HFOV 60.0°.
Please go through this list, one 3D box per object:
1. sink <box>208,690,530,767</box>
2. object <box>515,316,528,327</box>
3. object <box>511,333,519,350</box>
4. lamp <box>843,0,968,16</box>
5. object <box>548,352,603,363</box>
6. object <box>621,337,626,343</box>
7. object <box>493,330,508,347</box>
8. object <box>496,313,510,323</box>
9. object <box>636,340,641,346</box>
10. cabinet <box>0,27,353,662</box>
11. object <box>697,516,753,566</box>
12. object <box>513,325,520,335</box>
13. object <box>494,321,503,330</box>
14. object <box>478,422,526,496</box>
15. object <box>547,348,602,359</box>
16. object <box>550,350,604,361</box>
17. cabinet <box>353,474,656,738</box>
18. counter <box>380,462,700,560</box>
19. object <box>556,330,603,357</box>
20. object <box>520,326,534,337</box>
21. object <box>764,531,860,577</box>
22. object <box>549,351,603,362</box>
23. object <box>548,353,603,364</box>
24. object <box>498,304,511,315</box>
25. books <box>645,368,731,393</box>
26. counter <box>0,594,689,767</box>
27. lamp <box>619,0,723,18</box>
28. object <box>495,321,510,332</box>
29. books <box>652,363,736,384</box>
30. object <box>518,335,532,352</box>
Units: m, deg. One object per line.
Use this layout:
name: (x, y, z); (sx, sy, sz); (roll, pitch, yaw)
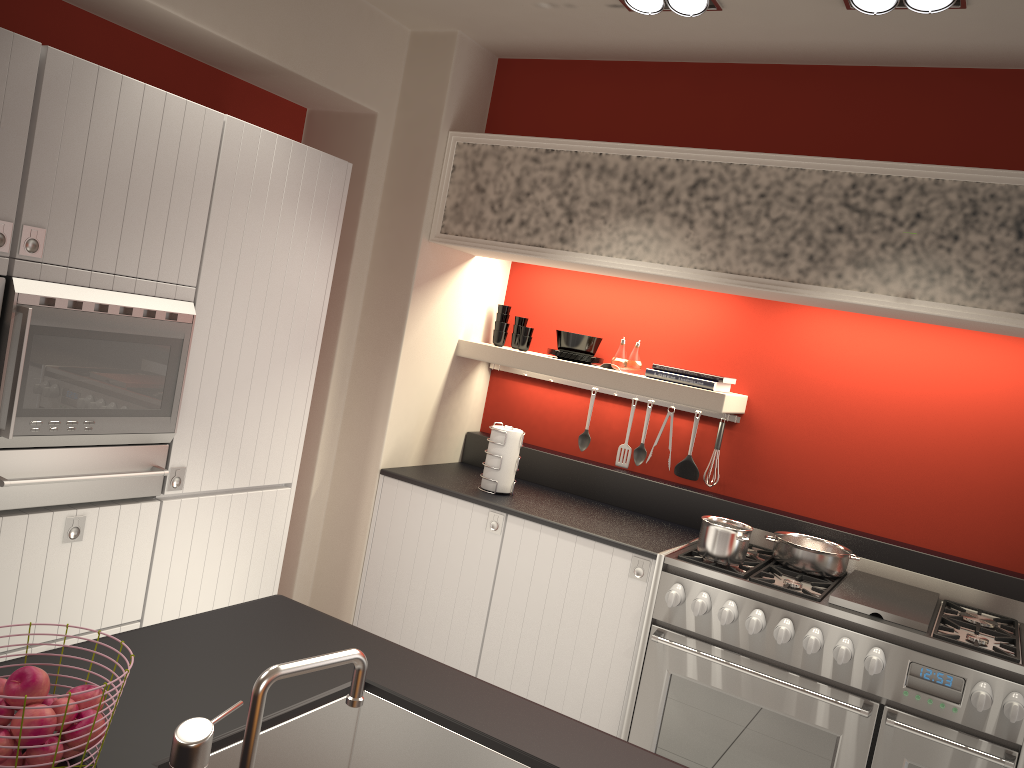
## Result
sink: (-0.206, 0.774, 1.416); (0.568, 0.258, 0.516); (13, 4, 29)
object: (0.043, -0.302, 4.516); (0.070, 0.076, 0.070); (11, 4, 0)
object: (0.027, -0.216, 4.521); (0.070, 0.076, 0.070); (11, 4, 0)
lamp: (1.213, -1.222, 2.751); (0.361, 0.104, 0.199); (13, 4, 29)
object: (0.306, -0.124, 4.332); (0.280, 0.016, 0.280); (13, 4, 28)
object: (0.521, -0.204, 4.146); (0.023, 0.031, 0.024); (9, 4, -19)
object: (-0.061, -0.224, 4.392); (0.070, 0.076, 0.070); (11, 4, 0)
object: (-0.052, -0.324, 4.570); (0.070, 0.076, 0.070); (11, 4, 0)
object: (0.597, -0.192, 4.194); (0.026, 0.032, 0.023); (11, 4, 11)
cabinet: (-1.746, 0.134, 2.586); (0.717, 2.249, 2.557); (13, 4, 29)
object: (0.826, 0.614, 3.462); (0.201, 0.148, 0.201); (12, 4, 21)
object: (0.035, -0.259, 4.519); (0.070, 0.076, 0.070); (11, 4, 0)
object: (-0.060, -0.281, 4.572); (0.070, 0.076, 0.070); (11, 4, 0)
object: (-0.048, 0.337, 4.022); (0.168, 0.304, 0.163); (8, 4, -32)
object: (0.309, -0.140, 4.331); (0.280, 0.016, 0.280); (13, 4, 28)
object: (0.308, -0.134, 4.331); (0.280, 0.016, 0.280); (13, 4, 28)
cabinet: (0.052, 1.042, 4.059); (1.362, 0.993, 0.687); (13, 4, 29)
counter: (0.148, 0.542, 4.024); (1.361, 0.026, 0.699); (13, 4, 29)
object: (0.319, -0.190, 4.327); (0.232, 0.108, 0.233); (9, 4, -20)
object: (0.068, -0.243, 4.378); (0.070, 0.076, 0.070); (11, 4, 0)
object: (1.215, 0.696, 3.613); (0.309, 0.104, 0.309); (8, 5, -33)
object: (0.307, -0.129, 4.331); (0.280, 0.016, 0.280); (13, 4, 28)
object: (0.305, -0.119, 4.332); (0.280, 0.016, 0.280); (13, 4, 28)
object: (-0.044, -0.367, 4.567); (0.070, 0.076, 0.070); (11, 4, 0)
books: (0.793, -0.017, 3.997); (0.331, 0.042, 0.207); (13, 5, 34)
counter: (-0.036, 0.704, 1.045); (2.055, 0.050, 1.415); (13, 4, 29)
lamp: (0.545, -1.373, 3.128); (0.361, 0.109, 0.199); (13, 4, 29)
object: (-0.052, -0.267, 4.389); (0.070, 0.076, 0.070); (11, 4, 0)
books: (0.824, -0.046, 4.006); (0.332, 0.026, 0.207); (13, 4, 29)
object: (0.060, -0.200, 4.381); (0.070, 0.076, 0.070); (11, 4, 0)
